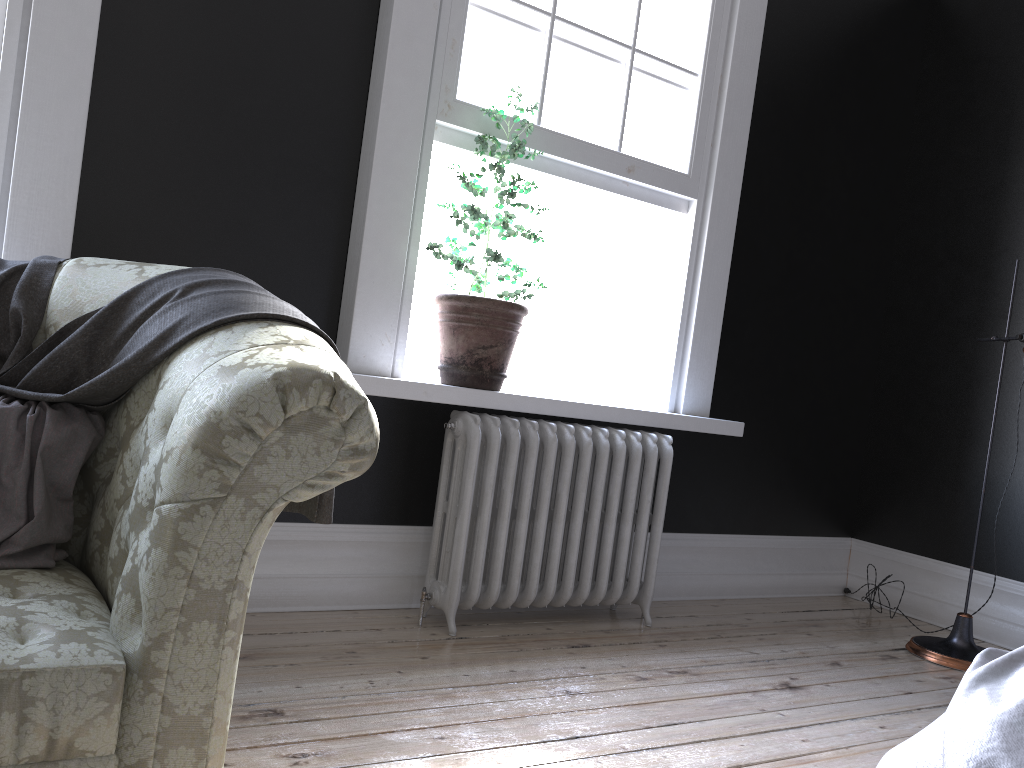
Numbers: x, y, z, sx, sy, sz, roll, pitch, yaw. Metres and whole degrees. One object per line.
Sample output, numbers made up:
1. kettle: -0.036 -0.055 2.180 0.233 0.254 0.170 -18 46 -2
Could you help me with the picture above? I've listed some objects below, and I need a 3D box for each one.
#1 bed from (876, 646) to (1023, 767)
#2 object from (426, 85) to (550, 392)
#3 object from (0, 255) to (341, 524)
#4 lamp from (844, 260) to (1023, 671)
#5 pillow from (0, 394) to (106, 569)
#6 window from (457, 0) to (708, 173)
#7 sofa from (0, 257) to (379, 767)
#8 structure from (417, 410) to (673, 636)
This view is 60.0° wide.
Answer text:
1. bed: 2.309 0.623 1.594 3.287 1.299 2.761 7 1 -44
2. object: -0.082 -0.546 3.415 0.474 1.134 0.505 8 1 7
3. object: -1.034 -0.027 2.138 1.366 0.585 0.517 8 1 17
4. lamp: 2.126 0.339 4.150 0.437 1.780 1.718 8 1 6
5. pillow: -1.350 0.112 1.777 0.965 0.462 0.404 7 1 -25
6. window: 0.325 -1.443 3.748 1.264 1.017 0.056 7 1 -33
7. sofa: -1.823 0.159 1.540 2.816 1.161 1.603 7 1 -32
8. structure: 0.173 0.576 3.624 1.142 0.849 0.276 7 1 -33
